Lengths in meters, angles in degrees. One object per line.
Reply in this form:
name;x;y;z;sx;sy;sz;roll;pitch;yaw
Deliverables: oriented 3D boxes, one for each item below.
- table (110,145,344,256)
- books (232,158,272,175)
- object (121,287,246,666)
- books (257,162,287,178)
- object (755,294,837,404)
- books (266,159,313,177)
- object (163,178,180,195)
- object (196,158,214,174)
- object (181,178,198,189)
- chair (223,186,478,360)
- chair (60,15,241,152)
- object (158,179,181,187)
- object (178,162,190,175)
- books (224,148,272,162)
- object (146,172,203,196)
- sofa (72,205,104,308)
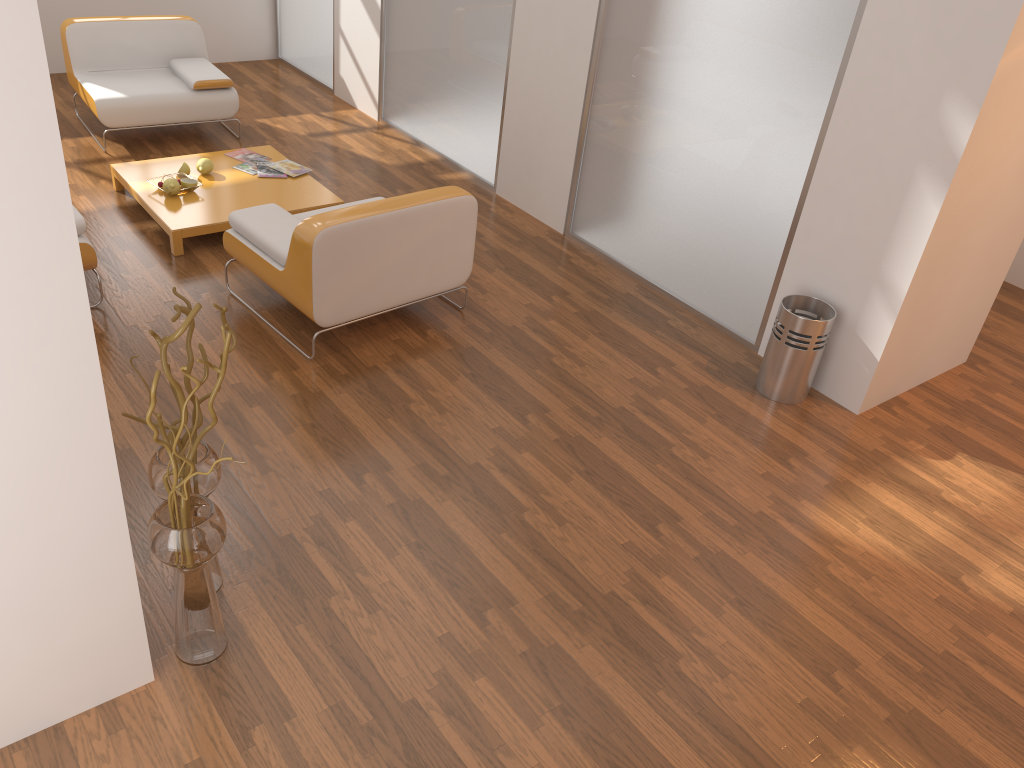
table;-1.678;-1.115;5.226;1.000;0.150;1.000;-18;41;-34
books;-1.570;-1.337;5.441;0.171;0.004;0.249;21;36;19
object;-0.858;0.310;2.384;0.284;1.112;0.655;-4;35;-17
books;-1.465;-1.308;5.411;0.171;0.004;0.249;-3;35;-16
object;1.315;-0.160;4.126;0.248;0.450;0.248;9;33;2
books;-1.367;-1.330;5.456;0.249;0.004;0.171;26;38;26
object;-1.890;-1.097;4.927;0.101;0.095;0.102;18;35;15
object;-1.814;-1.286;5.237;0.105;0.091;0.103;-23;44;-38
object;-1.825;-1.125;5.020;0.092;0.065;0.091;13;34;8
chair;-0.791;-0.694;4.309;0.923;0.661;0.825;-23;44;-37
chair;-2.451;-2.068;6.037;0.923;0.661;0.825;-16;40;-31
object;-1.929;-1.128;5.011;0.134;0.037;0.061;-13;39;-28
object;-1.916;-1.249;5.165;0.080;0.087;0.094;0;34;-12
books;-1.658;-1.426;5.557;0.249;0.004;0.171;24;37;24
object;-1.901;-1.116;5.004;0.227;0.048;0.227;31;40;31
sofa;-2.827;-1.019;4.391;0.825;0.661;2.010;-20;42;-35
